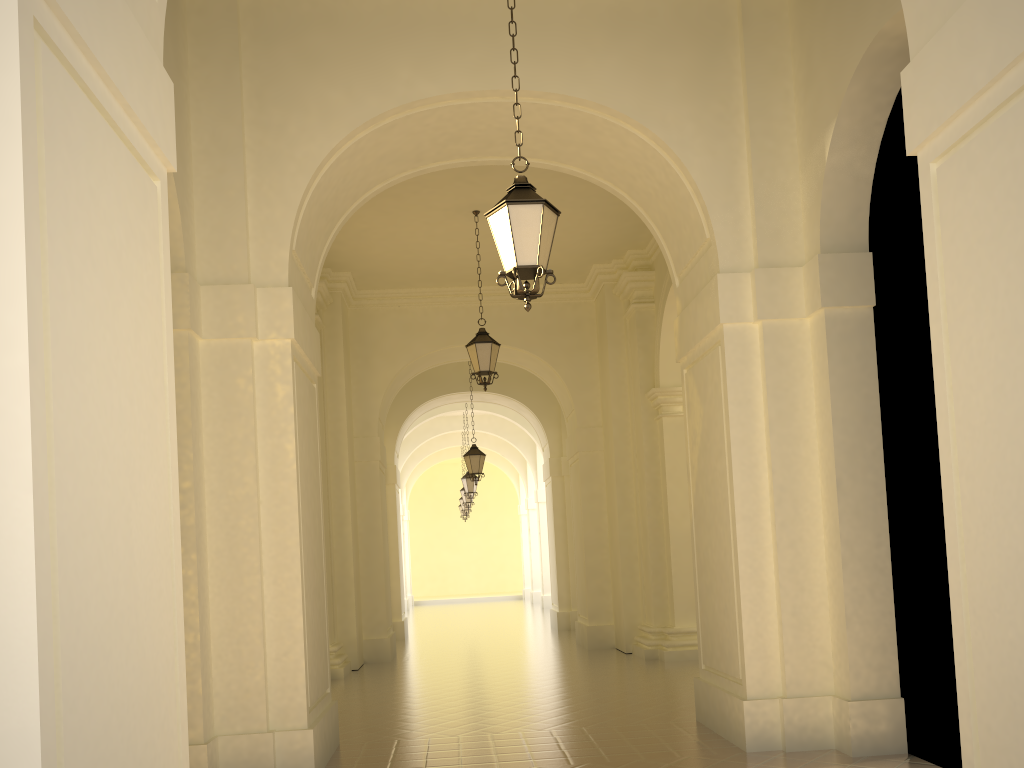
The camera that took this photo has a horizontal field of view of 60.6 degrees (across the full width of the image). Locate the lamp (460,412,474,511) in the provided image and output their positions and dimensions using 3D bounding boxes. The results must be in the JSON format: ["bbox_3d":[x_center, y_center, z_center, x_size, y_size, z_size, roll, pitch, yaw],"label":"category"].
[{"bbox_3d":[-1.450,2.354,27.605,0.510,3.284,0.446,-3,-3,-4],"label":"lamp"}]

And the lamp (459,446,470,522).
[{"bbox_3d":[-1.961,3.909,35.210,0.510,3.284,0.446,-3,-3,-4],"label":"lamp"}]

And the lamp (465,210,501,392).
[{"bbox_3d":[-0.439,-1.162,12.269,0.444,2.546,0.511,-4,-3,26],"label":"lamp"}]

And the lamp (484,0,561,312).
[{"bbox_3d":[0.017,-2.106,5.782,0.441,3.284,0.514,-1,-3,-34],"label":"lamp"}]

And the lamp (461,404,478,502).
[{"bbox_3d":[-1.189,1.560,23.720,0.510,3.284,0.446,-3,-3,-4],"label":"lamp"}]

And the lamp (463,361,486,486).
[{"bbox_3d":[-0.851,0.531,18.686,0.441,3.284,0.514,-1,-3,-34],"label":"lamp"}]

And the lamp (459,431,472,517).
[{"bbox_3d":[-1.707,3.134,31.419,0.510,3.284,0.446,-3,-3,-4],"label":"lamp"}]
